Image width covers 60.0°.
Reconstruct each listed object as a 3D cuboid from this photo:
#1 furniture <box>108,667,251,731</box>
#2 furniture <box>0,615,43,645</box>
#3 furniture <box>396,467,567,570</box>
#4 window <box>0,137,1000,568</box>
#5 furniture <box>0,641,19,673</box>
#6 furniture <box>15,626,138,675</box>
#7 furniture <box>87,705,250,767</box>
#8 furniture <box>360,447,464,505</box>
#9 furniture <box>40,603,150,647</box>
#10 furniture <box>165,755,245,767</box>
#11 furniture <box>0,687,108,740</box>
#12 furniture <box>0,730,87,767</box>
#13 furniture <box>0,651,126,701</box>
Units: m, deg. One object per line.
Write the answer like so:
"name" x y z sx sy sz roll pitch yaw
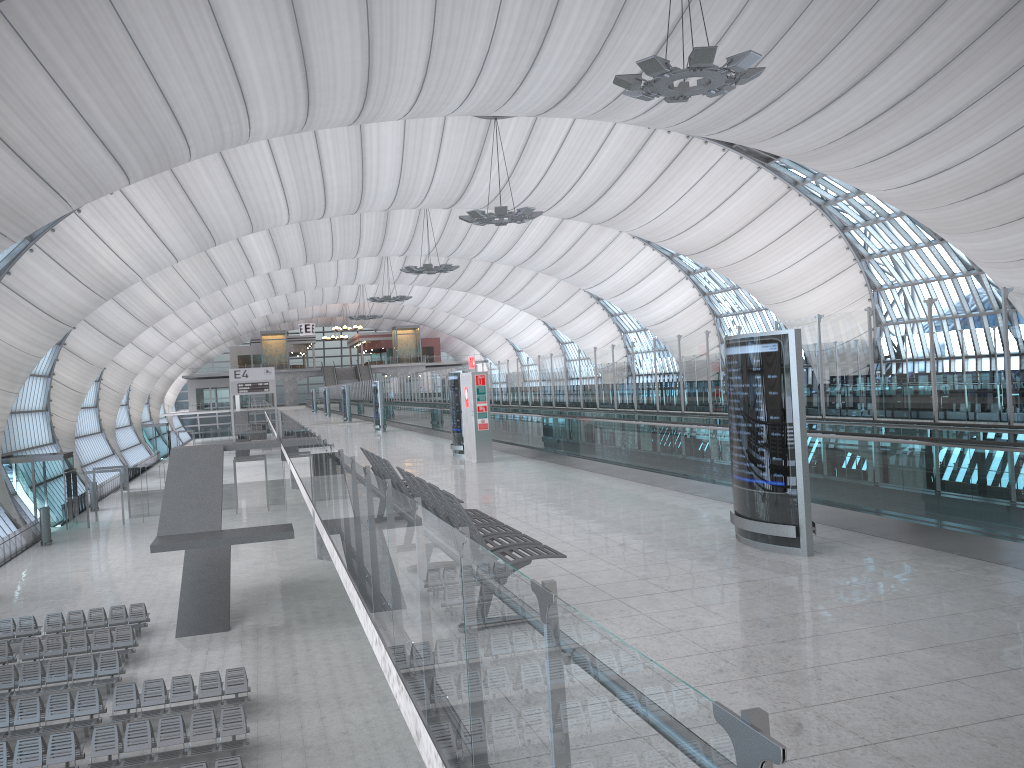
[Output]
"furniture" -6.828 6.501 18.359 2.705 0.913 1.572 -3 0 -16
"furniture" -14.401 6.925 24.150 2.705 0.913 1.572 -3 0 -16
"furniture" -0.326 1.138 6.750 0.713 0.902 2.520 -3 0 -16
"window" -10.420 -2.901 77.561 50.537 20.004 167.818 -3 0 -16
"furniture" -13.673 6.891 21.612 2.705 0.913 1.572 -3 0 -16
"furniture" -10.942 6.729 22.398 2.705 0.913 1.572 -3 0 -16
"furniture" -6.166 6.469 16.051 2.705 0.913 1.572 -3 0 -16
"furniture" -1.143 1.177 9.659 0.713 0.902 2.520 -3 0 -16
"furniture" -11.671 6.764 24.936 2.705 0.913 1.572 -3 0 -16
"furniture" -5.503 6.437 13.743 2.705 0.913 1.572 -3 0 -16
"furniture" -9.558 6.662 17.573 2.705 0.913 1.572 -3 0 -16
"furniture" -8.896 6.631 15.265 2.705 0.913 1.572 -3 0 -16
"furniture" -10.295 6.698 20.140 2.705 0.913 1.572 -3 0 -16
